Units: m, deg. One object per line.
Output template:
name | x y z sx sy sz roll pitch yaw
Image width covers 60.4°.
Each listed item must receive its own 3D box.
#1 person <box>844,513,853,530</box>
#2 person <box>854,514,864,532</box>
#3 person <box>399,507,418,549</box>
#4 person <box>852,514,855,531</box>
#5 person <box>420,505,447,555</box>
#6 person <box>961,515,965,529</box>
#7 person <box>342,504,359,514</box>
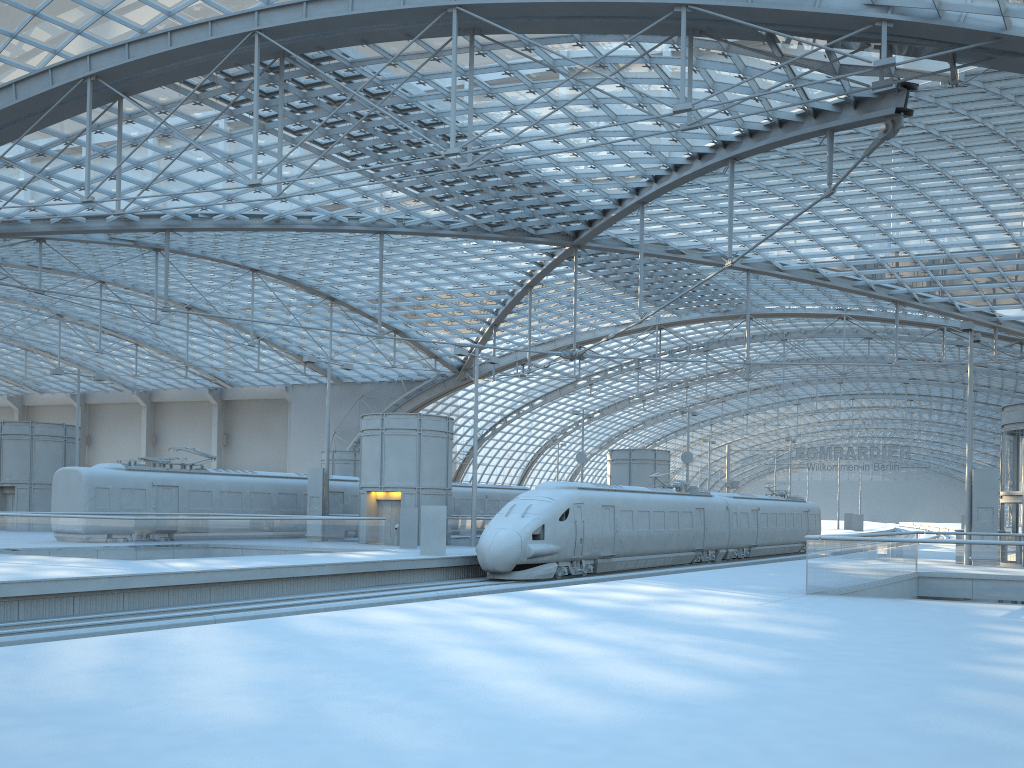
person | 35.764 14.653 93.579 0.900 1.798 0.001 0 -1 28
person | 33.807 13.563 85.578 0.827 1.731 0.001 0 -1 33
person | -3.957 5.553 33.749 0.710 1.611 0.001 1 -1 12
person | 34.942 14.065 89.078 0.875 1.704 0.001 0 -1 33
person | -2.610 4.920 29.413 0.875 1.705 0.001 1 0 7
person | 32.246 10.169 62.151 0.001 1.798 0.902 1 -2 -32
person | -7.759 6.655 42.332 0.827 1.731 0.001 1 0 7
